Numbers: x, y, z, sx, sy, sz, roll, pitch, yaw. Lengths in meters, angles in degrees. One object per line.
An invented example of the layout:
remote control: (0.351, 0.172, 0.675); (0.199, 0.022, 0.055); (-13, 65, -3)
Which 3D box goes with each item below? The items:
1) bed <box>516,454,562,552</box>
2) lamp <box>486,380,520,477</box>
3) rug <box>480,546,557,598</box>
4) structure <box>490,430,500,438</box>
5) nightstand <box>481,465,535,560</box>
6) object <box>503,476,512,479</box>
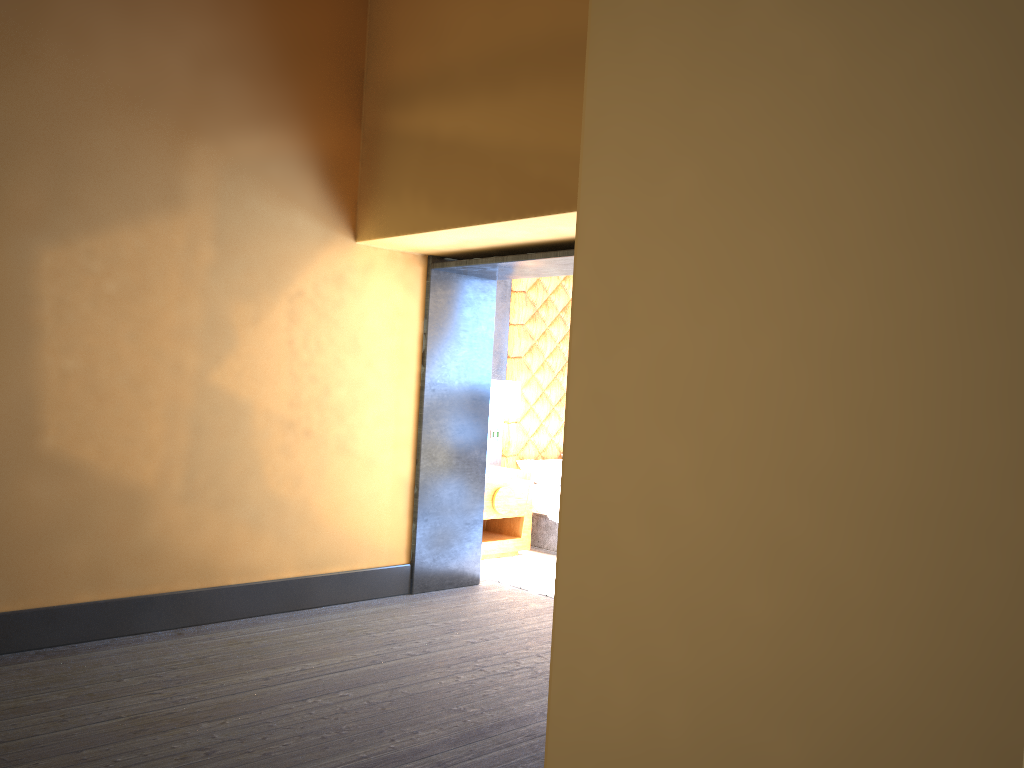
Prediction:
bed: (1.122, 1.015, 7.711); (1.889, 0.825, 2.105); (3, 0, -44)
lamp: (-0.263, 0.362, 7.251); (0.505, 0.802, 0.424); (3, 1, -44)
rug: (1.609, 1.498, 6.931); (3.389, 0.016, 3.700); (4, 0, -44)
structure: (-0.149, 0.442, 7.801); (0.103, 0.071, 0.016); (3, 1, -44)
nightstand: (-0.316, 1.041, 7.255); (0.708, 0.700, 0.720); (3, 0, -44)
object: (-0.036, 0.770, 7.274); (0.064, 0.018, 0.111); (3, 0, 11)
